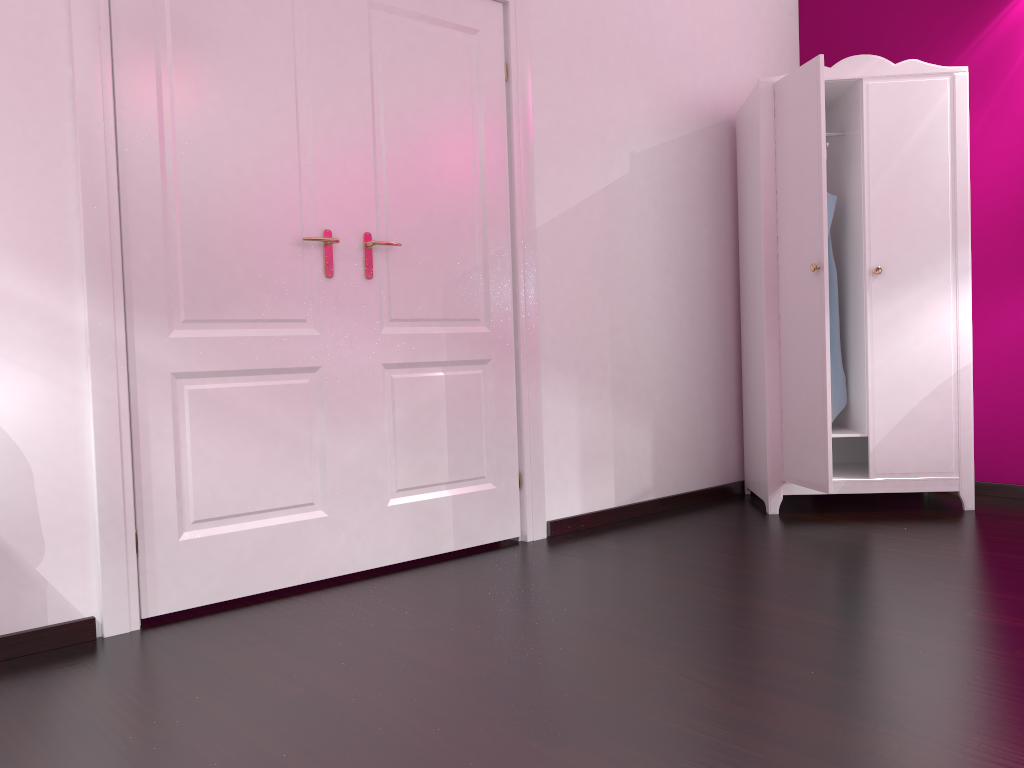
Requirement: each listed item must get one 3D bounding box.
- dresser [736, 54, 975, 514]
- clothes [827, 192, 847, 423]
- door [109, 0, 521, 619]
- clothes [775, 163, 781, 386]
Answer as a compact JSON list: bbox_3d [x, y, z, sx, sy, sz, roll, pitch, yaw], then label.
[{"bbox_3d":[1.478,-0.411,3.769,0.842,1.893,0.875,-2,2,4],"label":"dresser"},{"bbox_3d":[1.385,-0.432,3.941,0.180,1.199,0.191,-3,2,-17],"label":"clothes"},{"bbox_3d":[-0.525,-0.383,2.876,1.405,2.001,0.098,-4,3,-41],"label":"door"},{"bbox_3d":[1.189,-0.412,3.930,0.173,1.237,0.315,-2,2,7],"label":"clothes"}]
